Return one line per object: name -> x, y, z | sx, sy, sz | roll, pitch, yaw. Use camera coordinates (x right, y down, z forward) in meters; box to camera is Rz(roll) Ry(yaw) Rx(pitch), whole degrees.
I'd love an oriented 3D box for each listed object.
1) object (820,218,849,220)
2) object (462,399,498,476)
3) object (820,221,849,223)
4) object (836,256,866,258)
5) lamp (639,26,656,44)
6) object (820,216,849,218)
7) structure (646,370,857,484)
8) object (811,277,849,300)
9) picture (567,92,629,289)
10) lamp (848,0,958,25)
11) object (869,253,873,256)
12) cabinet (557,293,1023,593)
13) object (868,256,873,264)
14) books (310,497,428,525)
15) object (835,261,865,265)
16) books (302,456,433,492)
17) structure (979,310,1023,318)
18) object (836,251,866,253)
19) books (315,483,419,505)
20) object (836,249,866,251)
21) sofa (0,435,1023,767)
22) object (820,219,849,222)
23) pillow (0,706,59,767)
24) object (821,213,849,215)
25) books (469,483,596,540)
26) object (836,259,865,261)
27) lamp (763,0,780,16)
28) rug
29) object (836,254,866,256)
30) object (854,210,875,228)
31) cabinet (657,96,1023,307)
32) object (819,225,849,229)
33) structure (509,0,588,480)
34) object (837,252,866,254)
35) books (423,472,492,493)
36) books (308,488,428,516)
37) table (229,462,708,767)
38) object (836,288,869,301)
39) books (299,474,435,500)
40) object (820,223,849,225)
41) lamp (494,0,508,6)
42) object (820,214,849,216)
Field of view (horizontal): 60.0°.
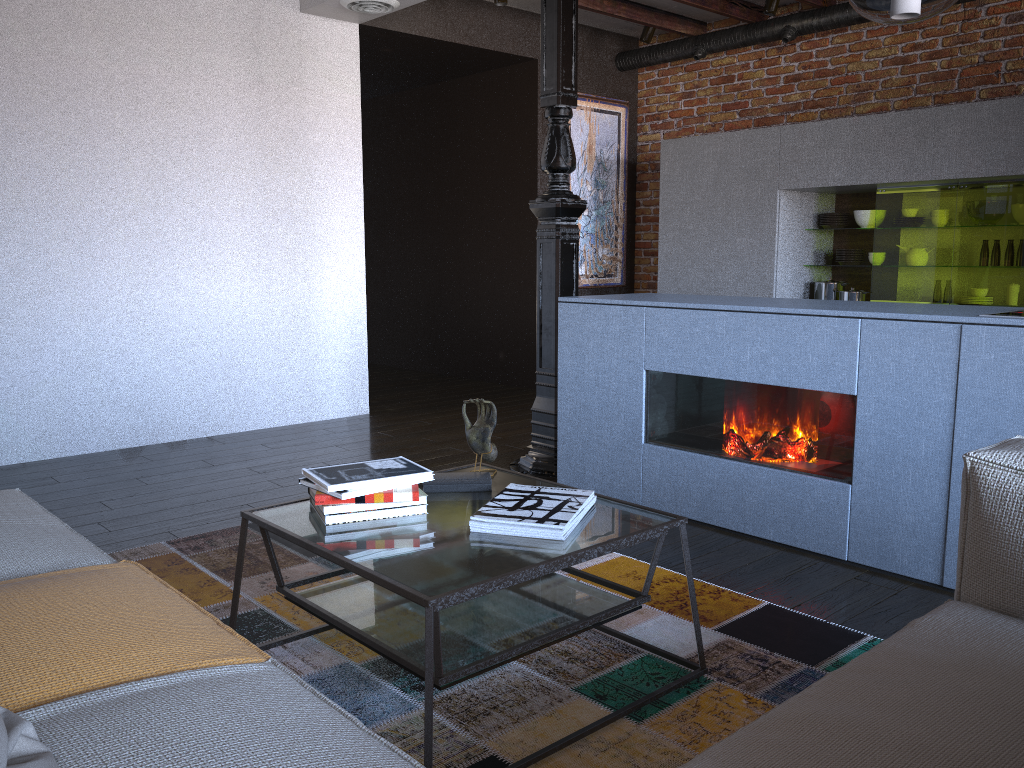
object -> 2.103, -1.067, 5.786 | 0.180, 0.027, 0.180 | 2, 9, 16
object -> -0.091, 0.145, 2.501 | 0.099, 0.223, 0.093 | 0, 9, -2
object -> 2.103, -1.046, 5.790 | 0.180, 0.027, 0.180 | 2, 9, 16
object -> 2.187, -0.814, 5.731 | 0.180, 0.027, 0.180 | 2, 9, 16
lamp -> 0.971, -2.527, 6.315 | 0.130, 0.207, 0.091 | 3, 9, 20
object -> 2.103, -1.078, 5.785 | 0.180, 0.027, 0.180 | 2, 9, 16
structure -> 0.954, 0.151, 3.334 | 0.332, 0.394, 0.943 | -8, 11, -41
object -> 2.072, -0.610, 5.785 | 0.193, 0.178, 0.208 | 0, 8, 0
picture -> 0.620, -1.484, 6.896 | 0.779, 1.471, 0.067 | -8, 12, -41
lamp -> 1.248, -1.477, 2.771 | 0.364, 0.665, 0.364 | 5, 10, 31
object -> 2.307, -0.801, 5.609 | 0.100, 0.059, 0.100 | -5, 10, -27
cabinet -> 1.413, 0.170, 3.000 | 0.607, 0.845, 2.959 | -8, 11, -41
object -> 2.307, -0.781, 5.612 | 0.100, 0.059, 0.100 | -5, 10, -27
books -> -0.355, 0.294, 2.182 | 0.247, 0.024, 0.209 | -4, 9, -22
object -> 2.188, -0.782, 5.736 | 0.180, 0.027, 0.180 | 2, 9, 16
books -> -0.354, 0.217, 2.167 | 0.268, 0.014, 0.196 | -5, 10, -30
structure -> 1.819, -0.175, 2.500 | 0.504, 0.057, 0.763 | -8, 11, -41
object -> 2.187, -0.846, 5.726 | 0.180, 0.027, 0.180 | 2, 9, 16
books -> -0.348, 0.253, 2.152 | 0.239, 0.023, 0.190 | -1, 8, -7
object -> 2.187, -0.856, 5.724 | 0.180, 0.027, 0.180 | 2, 9, 16
sofa -> -0.249, 0.481, 1.546 | 2.535, 0.698, 3.299 | -8, 11, -42
object -> 2.103, -1.057, 5.788 | 0.180, 0.027, 0.180 | 2, 9, 16
pillow -> -0.712, 0.366, 0.950 | 0.485, 0.314, 0.358 | 0, 8, 1
object -> 2.103, -1.099, 5.782 | 0.180, 0.027, 0.180 | 2, 9, 16
books -> 0.057, 0.299, 2.105 | 0.225, 0.038, 0.308 | 3, 9, 18
object -> 2.188, -0.793, 5.734 | 0.180, 0.027, 0.180 | 2, 9, 16
lamp -> 1.640, -2.424, 5.583 | 0.116, 0.201, 0.087 | 2, 9, 16
rug -> -0.166, 0.652, 2.583 | 1.431, 0.013, 2.363 | -8, 11, -41
object -> 2.187, -0.825, 5.729 | 0.180, 0.027, 0.180 | 2, 9, 16
object -> 2.264, -1.041, 5.619 | 0.191, 0.113, 0.191 | -6, 10, -33
cabinet -> 2.695, -0.614, 4.999 | 0.713, 1.810, 4.172 | -8, 11, -41
object -> 2.103, -1.025, 5.793 | 0.180, 0.027, 0.180 | 2, 9, 16
structure -> -1.717, -0.265, 0.646 | 0.481, 2.396, 8.508 | 5, 10, 29
object -> 2.187, -0.835, 5.727 | 0.180, 0.027, 0.180 | 2, 9, 16
books -> -0.148, 0.261, 2.385 | 0.182, 0.029, 0.129 | -1, 8, -5
books -> -0.357, 0.271, 2.178 | 0.251, 0.023, 0.209 | -4, 9, -22
table -> -0.123, 0.503, 2.149 | 0.842, 0.389, 0.848 | -8, 11, -41
object -> 2.139, -0.547, 5.573 | 0.159, 0.117, 0.172 | 0, 8, 0
books -> -0.354, 0.233, 2.169 | 0.267, 0.014, 0.196 | -8, 11, -43
object -> 2.103, -1.035, 5.791 | 0.180, 0.027, 0.180 | 2, 9, 16
lamp -> -0.083, -2.398, 5.374 | 0.114, 0.184, 0.082 | 2, 9, 13
object -> 2.103, -1.089, 5.783 | 0.180, 0.027, 0.180 | 2, 9, 16
